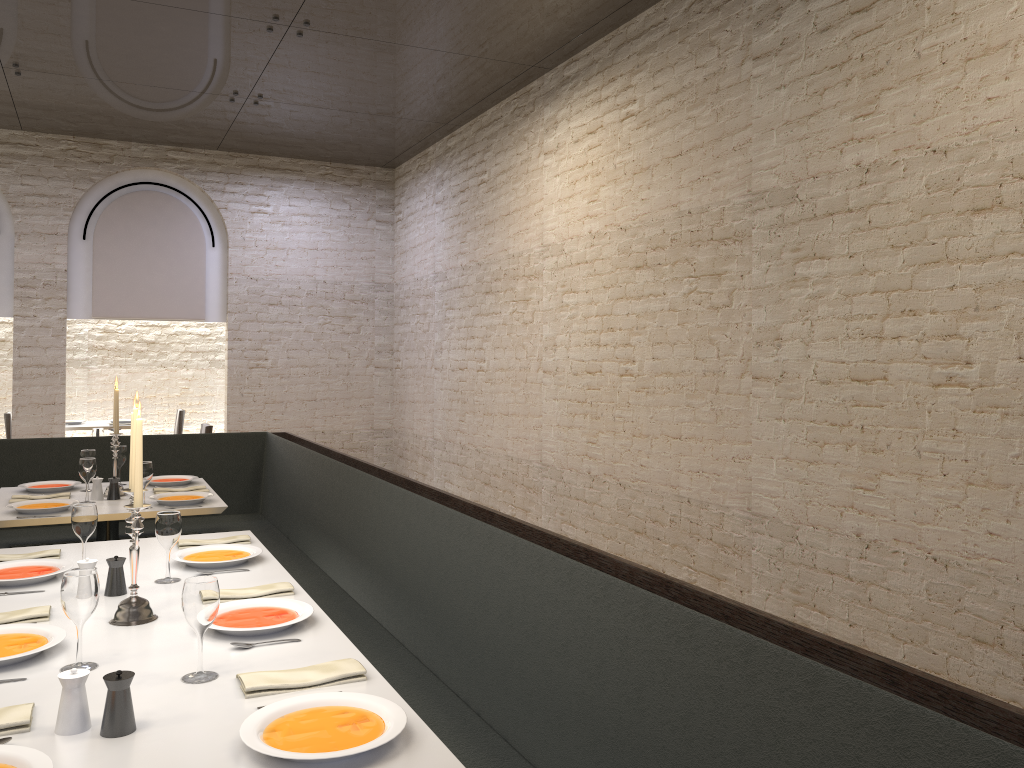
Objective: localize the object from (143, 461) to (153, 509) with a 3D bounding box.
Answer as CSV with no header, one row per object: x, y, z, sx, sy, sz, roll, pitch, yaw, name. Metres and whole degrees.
-1.839,0.505,4.426,0.086,0.231,0.086,0,-1,11,object

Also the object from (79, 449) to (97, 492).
-2.387,0.488,4.988,0.086,0.231,0.086,0,-1,11,object

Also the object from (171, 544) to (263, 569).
-1.083,0.639,3.257,0.321,0.036,0.321,0,2,-30,object

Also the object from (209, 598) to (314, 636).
-0.721,0.661,2.488,0.321,0.036,0.322,0,1,-6,object

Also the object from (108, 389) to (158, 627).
-1.078,0.344,2.534,0.131,0.657,0.390,1,0,-14,object

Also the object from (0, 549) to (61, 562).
-1.832,0.640,3.293,0.273,0.033,0.142,0,2,-25,object

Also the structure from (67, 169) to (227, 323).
-4.001,-1.538,9.802,1.633,1.676,0.098,0,-1,-25,structure

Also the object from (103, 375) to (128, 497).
-2.160,0.279,4.826,0.131,0.657,0.390,1,0,-14,object

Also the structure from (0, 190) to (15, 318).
-5.918,-1.526,8.898,1.633,1.676,0.098,0,-1,-25,structure

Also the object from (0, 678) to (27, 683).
-1.209,0.680,2.016,0.185,0.010,0.017,0,1,-25,object

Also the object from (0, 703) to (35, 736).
-1.114,0.684,1.771,0.273,0.033,0.142,0,2,-25,object

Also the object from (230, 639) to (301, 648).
-0.640,0.673,2.309,0.181,0.015,0.038,0,1,-24,object

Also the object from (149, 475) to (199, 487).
-2.038,0.581,5.280,0.322,0.036,0.321,1,2,23,object

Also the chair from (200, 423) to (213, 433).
-3.024,0.828,8.033,0.565,0.906,0.412,0,-1,-25,chair

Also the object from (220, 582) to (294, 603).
-0.843,0.659,2.809,0.273,0.033,0.142,0,2,-25,object

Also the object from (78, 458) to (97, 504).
-2.193,0.499,4.577,0.086,0.231,0.086,0,-1,11,object

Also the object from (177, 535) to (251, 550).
-1.209,0.636,3.587,0.273,0.033,0.142,0,2,-25,object

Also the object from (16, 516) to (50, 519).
-2.214,0.620,4.146,0.185,0.010,0.017,0,1,-25,object

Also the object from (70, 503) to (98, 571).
-1.509,0.540,3.127,0.086,0.231,0.086,0,-1,-13,object

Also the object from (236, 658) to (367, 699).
-0.491,0.680,2.065,0.273,0.033,0.142,0,2,-25,object

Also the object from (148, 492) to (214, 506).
-1.719,0.600,4.605,0.322,0.036,0.321,2,2,41,object

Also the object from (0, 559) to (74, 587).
-1.658,0.642,2.988,0.321,0.036,0.321,0,2,-30,object

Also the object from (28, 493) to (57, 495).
-2.544,0.600,4.847,0.185,0.010,0.017,0,1,-25,object

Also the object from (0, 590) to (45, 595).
-1.575,0.658,2.793,0.185,0.010,0.017,0,1,-25,object

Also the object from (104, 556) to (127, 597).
-1.254,0.607,2.805,0.069,0.127,0.069,1,0,-32,object

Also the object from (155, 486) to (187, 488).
-1.964,0.593,5.115,0.181,0.015,0.038,0,1,-24,object

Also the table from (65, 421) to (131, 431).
-4.779,0.834,10.185,0.936,0.760,1.010,0,1,-25,table

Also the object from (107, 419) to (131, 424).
-4.535,0.437,10.303,0.322,0.036,0.321,1,1,10,object

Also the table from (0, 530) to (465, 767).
-1.101,1.054,2.476,1.100,0.760,2.538,0,1,-25,table

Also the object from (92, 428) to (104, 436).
-3.071,0.443,6.571,0.086,0.231,0.086,0,-1,5,object

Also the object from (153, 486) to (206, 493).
-1.879,0.596,5.007,0.273,0.033,0.142,0,2,-25,object

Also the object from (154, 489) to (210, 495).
-1.813,0.600,4.867,0.273,0.033,0.142,0,2,-25,object

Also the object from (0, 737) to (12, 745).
-1.041,0.688,1.662,0.181,0.015,0.038,0,1,-24,object

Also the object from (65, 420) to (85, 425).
-5.022,0.440,10.075,0.322,0.036,0.321,1,1,10,object

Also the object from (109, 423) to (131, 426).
-4.383,0.454,9.976,0.273,0.033,0.142,0,2,-25,object

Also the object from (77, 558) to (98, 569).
-1.330,0.607,2.773,0.069,0.127,0.069,1,0,-32,object

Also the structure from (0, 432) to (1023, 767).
-0.410,0.974,1.062,2.371,1.001,10.748,0,2,-25,structure

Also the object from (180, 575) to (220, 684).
-0.729,0.572,2.074,0.086,0.231,0.086,0,-1,17,object

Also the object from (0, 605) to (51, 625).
-1.465,0.662,2.516,0.273,0.033,0.142,0,2,-25,object

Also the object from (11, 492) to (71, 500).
-2.504,0.600,4.719,0.273,0.033,0.142,0,2,-25,object

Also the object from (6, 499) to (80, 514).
-2.294,0.604,4.336,0.322,0.036,0.321,2,2,41,object

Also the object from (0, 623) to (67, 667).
-1.295,0.664,2.219,0.321,0.036,0.322,0,1,-6,object

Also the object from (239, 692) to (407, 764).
-0.368,0.682,1.740,0.322,0.036,0.321,2,2,41,object

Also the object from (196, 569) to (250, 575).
-1.007,0.651,3.086,0.181,0.015,0.038,0,1,-24,object

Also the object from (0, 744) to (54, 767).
-0.942,0.685,1.471,0.321,0.036,0.322,0,2,-27,object

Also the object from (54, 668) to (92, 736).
-0.882,0.635,1.782,0.069,0.127,0.069,0,0,-2,object

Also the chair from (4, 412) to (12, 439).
-5.359,0.766,9.907,0.565,0.906,0.412,0,-1,-25,chair

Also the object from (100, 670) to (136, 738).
-0.787,0.636,1.772,0.069,0.127,0.069,0,0,6,object

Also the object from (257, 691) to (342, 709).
-0.458,0.687,1.923,0.185,0.010,0.017,0,1,-25,object

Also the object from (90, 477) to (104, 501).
-2.194,0.553,4.687,0.069,0.127,0.068,0,0,17,object

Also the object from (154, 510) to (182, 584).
-1.155,0.546,2.976,0.086,0.231,0.086,0,-1,-13,object

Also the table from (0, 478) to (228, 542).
-2.191,0.988,4.788,1.100,0.760,1.188,0,1,-25,table

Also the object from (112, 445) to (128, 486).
-2.316,0.482,5.229,0.086,0.231,0.086,0,-1,35,object

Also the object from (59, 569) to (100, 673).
-1.040,0.569,2.132,0.086,0.231,0.086,1,-1,-25,object

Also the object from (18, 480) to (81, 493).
-2.612,0.585,5.011,0.321,0.036,0.321,0,2,-30,object

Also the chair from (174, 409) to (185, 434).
-4.172,0.758,10.466,0.565,0.906,0.412,0,-1,-25,chair

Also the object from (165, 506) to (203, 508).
-1.645,0.613,4.439,0.181,0.015,0.038,0,1,-24,object

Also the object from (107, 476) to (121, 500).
-2.111,0.553,4.699,0.069,0.127,0.068,0,0,17,object

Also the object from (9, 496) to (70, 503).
-2.439,0.604,4.579,0.273,0.033,0.142,0,2,-25,object
